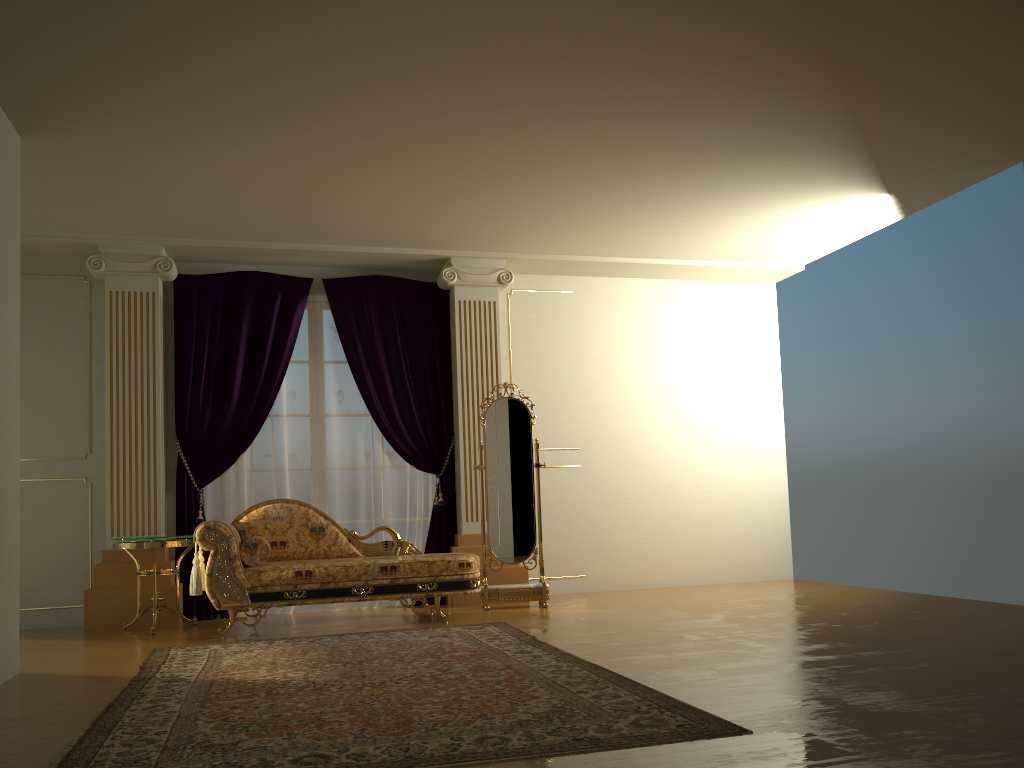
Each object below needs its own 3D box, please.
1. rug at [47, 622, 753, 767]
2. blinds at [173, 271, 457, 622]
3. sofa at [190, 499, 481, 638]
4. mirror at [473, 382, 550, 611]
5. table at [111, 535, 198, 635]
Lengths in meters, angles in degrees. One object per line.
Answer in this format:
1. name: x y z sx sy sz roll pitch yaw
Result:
1. rug: -0.667 1.311 3.971 2.116 0.017 3.101 0 -8 -15
2. blinds: -1.506 0.453 6.954 2.234 2.637 0.341 -1 -4 -15
3. sofa: -1.153 1.190 5.981 1.893 0.866 0.698 0 -6 -15
4. mirror: -0.012 0.824 6.640 0.541 1.690 0.244 -2 -4 -5
5. table: -2.419 1.364 6.037 0.573 0.639 0.573 -6 -7 29
